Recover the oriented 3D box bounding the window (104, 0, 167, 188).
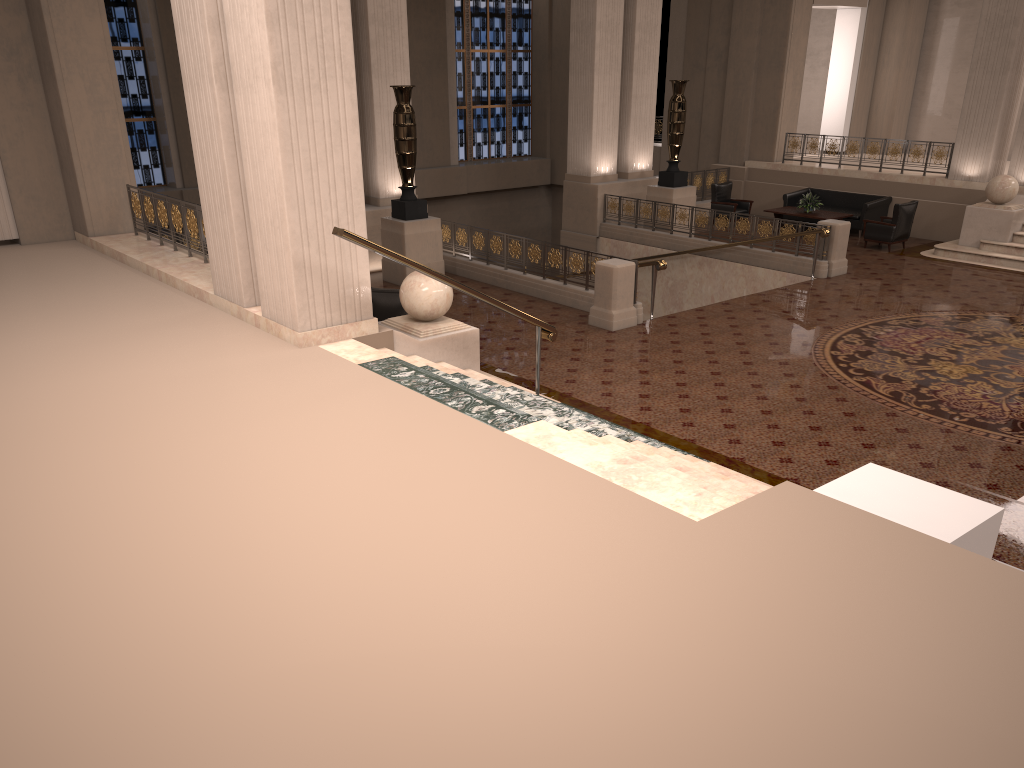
[{"bbox_3d":[-8.662,-6.558,17.187,2.937,5.597,0.067,-17,30,-34],"label":"window"}]

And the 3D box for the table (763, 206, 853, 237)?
[{"bbox_3d":[5.769,-3.144,17.269,0.825,0.455,1.439,-17,26,-37],"label":"table"}]

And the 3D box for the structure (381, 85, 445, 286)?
[{"bbox_3d":[-1.544,-2.944,13.208,0.688,2.913,0.682,-19,30,-35],"label":"structure"}]

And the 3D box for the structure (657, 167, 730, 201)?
[{"bbox_3d":[3.912,-4.284,19.181,2.494,0.683,0.031,-15,28,-35],"label":"structure"}]

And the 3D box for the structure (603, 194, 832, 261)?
[{"bbox_3d":[3.352,-2.806,15.444,0.078,0.561,4.817,-20,28,-37],"label":"structure"}]

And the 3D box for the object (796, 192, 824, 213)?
[{"bbox_3d":[5.765,-3.525,17.076,0.501,0.393,0.503,-3,22,-6],"label":"object"}]

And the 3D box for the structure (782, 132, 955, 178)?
[{"bbox_3d":[7.063,-4.649,17.798,0.031,0.653,3.603,-20,28,-36],"label":"structure"}]

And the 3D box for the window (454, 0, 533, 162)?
[{"bbox_3d":[-0.626,-8.735,23.108,2.937,5.597,0.067,-17,30,-34],"label":"window"}]

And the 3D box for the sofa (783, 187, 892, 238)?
[{"bbox_3d":[6.477,-3.465,17.738,0.860,0.738,1.875,-18,27,-37],"label":"sofa"}]

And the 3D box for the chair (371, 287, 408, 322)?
[{"bbox_3d":[-1.308,-0.740,10.104,0.646,0.882,0.688,4,23,10],"label":"chair"}]

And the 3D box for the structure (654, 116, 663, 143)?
[{"bbox_3d":[3.080,-6.451,22.327,0.030,0.698,2.102,-20,28,-36],"label":"structure"}]

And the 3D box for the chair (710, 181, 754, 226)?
[{"bbox_3d":[4.519,-3.709,18.228,0.634,0.882,0.702,-21,30,-40],"label":"chair"}]

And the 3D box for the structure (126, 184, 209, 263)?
[{"bbox_3d":[-3.662,-1.744,9.895,0.031,0.653,3.603,-20,27,-36],"label":"structure"}]

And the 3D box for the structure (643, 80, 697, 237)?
[{"bbox_3d":[3.045,-4.187,16.590,0.688,2.913,0.682,-19,30,-35],"label":"structure"}]

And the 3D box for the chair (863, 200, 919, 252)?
[{"bbox_3d":[6.814,-2.876,15.910,0.636,0.882,0.699,-18,28,-36],"label":"chair"}]

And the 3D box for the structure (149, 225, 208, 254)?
[{"bbox_3d":[-4.171,-2.095,13.225,2.494,0.683,0.031,-15,28,-35],"label":"structure"}]

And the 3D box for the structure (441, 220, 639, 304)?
[{"bbox_3d":[0.076,-1.918,13.031,0.078,0.561,4.813,-19,27,-36],"label":"structure"}]
